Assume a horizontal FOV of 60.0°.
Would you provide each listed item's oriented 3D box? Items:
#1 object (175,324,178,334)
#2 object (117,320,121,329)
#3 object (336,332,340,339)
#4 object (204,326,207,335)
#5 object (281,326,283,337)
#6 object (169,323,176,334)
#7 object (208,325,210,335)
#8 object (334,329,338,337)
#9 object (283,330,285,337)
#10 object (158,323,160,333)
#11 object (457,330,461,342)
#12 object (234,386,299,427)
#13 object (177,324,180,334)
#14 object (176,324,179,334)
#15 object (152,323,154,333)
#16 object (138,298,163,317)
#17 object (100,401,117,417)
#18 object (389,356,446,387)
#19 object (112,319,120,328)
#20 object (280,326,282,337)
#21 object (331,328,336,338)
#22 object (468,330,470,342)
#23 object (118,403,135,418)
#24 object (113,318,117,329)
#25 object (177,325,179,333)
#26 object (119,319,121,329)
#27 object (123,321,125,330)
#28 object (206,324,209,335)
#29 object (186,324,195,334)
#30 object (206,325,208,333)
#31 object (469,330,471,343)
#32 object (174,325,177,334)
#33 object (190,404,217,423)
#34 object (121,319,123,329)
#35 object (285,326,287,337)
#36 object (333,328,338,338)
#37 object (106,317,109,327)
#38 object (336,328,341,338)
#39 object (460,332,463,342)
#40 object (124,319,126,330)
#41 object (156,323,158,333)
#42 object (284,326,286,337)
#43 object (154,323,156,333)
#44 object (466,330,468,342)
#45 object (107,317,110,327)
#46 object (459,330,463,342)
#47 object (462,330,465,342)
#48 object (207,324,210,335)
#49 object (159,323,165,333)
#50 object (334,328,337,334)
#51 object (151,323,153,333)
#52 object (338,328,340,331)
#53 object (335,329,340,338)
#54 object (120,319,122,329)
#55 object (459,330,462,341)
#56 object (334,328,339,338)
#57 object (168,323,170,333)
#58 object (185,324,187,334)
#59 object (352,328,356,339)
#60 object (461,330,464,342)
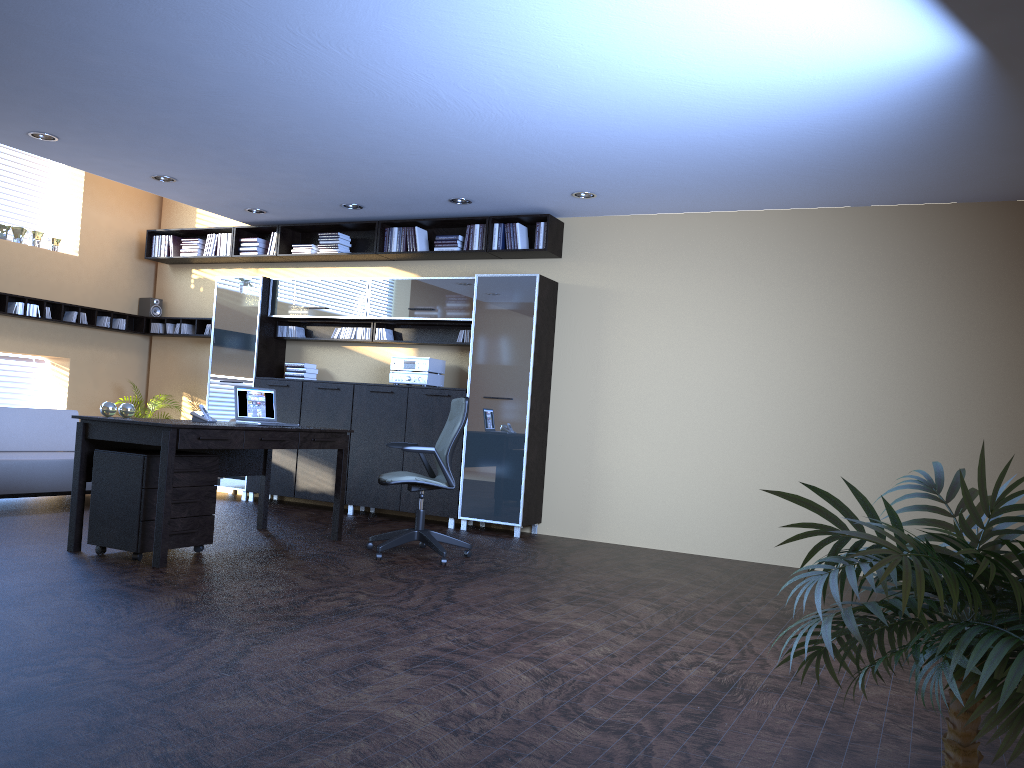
[{"bbox_3d":[-3.867,-0.639,10.369,0.030,0.120,0.142,4,-2,26],"label":"object"},{"bbox_3d":[-4.576,-0.695,10.235,0.142,0.120,0.009,3,-1,25],"label":"object"},{"bbox_3d":[-1.791,-0.528,9.375,0.059,0.113,0.142,4,-2,26],"label":"object"},{"bbox_3d":[-3.460,-0.617,10.173,0.040,0.118,0.142,4,-2,26],"label":"object"},{"bbox_3d":[-2.467,-0.567,9.693,0.006,0.118,0.140,4,-2,26],"label":"object"},{"bbox_3d":[-3.967,-0.643,10.417,0.040,0.118,0.142,4,-2,26],"label":"object"},{"bbox_3d":[-3.419,-0.616,10.153,0.030,0.120,0.142,4,-2,26],"label":"object"},{"bbox_3d":[-1.821,-0.530,9.383,0.059,0.113,0.142,4,-2,26],"label":"object"},{"bbox_3d":[-2.441,-0.565,9.680,0.009,0.120,0.142,4,-2,26],"label":"object"},{"bbox_3d":[-4.134,-0.653,10.497,0.009,0.120,0.142,4,-2,26],"label":"object"},{"bbox_3d":[-0.490,-0.463,8.744,0.040,0.118,0.142,4,-2,26],"label":"object"},{"bbox_3d":[-1.871,0.172,6.773,0.322,0.282,0.391,3,-2,36],"label":"object"},{"bbox_3d":[-3.839,-0.638,10.356,0.030,0.120,0.142,4,-2,26],"label":"object"},{"bbox_3d":[-3.857,-0.638,10.364,0.030,0.120,0.142,4,-2,26],"label":"object"},{"bbox_3d":[-4.208,-0.657,10.533,0.009,0.120,0.142,4,-2,26],"label":"object"},{"bbox_3d":[-4.324,-0.907,10.611,0.254,0.229,0.159,3,-2,36],"label":"object"},{"bbox_3d":[-2.739,0.171,6.016,0.105,0.105,0.105,3,-2,45],"label":"object"},{"bbox_3d":[-0.938,-0.117,8.768,0.430,0.281,0.363,3,-2,26],"label":"object"},{"bbox_3d":[-4.582,-0.695,10.211,0.142,0.118,0.040,3,-1,25],"label":"object"},{"bbox_3d":[-2.486,-0.568,9.701,0.009,0.120,0.142,4,-2,26],"label":"object"},{"bbox_3d":[-1.850,-0.532,9.392,0.059,0.113,0.142,4,-2,25],"label":"object"},{"bbox_3d":[-0.387,-0.459,8.688,0.009,0.120,0.142,4,-2,26],"label":"object"},{"bbox_3d":[-2.647,0.180,6.092,0.105,0.105,0.105,3,-2,45],"label":"object"},{"bbox_3d":[-4.579,-0.695,10.210,0.142,0.122,0.041,3,-1,26],"label":"object"},{"bbox_3d":[-3.848,-0.638,10.360,0.030,0.120,0.142,4,-2,26],"label":"object"},{"bbox_3d":[-4.575,-0.695,10.234,0.140,0.118,0.006,3,-1,26],"label":"object"},{"bbox_3d":[-4.547,-0.691,10.277,0.142,0.120,0.009,3,-1,25],"label":"object"},{"bbox_3d":[-3.437,-0.617,10.162,0.030,0.120,0.142,4,-2,26],"label":"object"},{"bbox_3d":[-3.729,-0.631,10.303,0.040,0.118,0.142,4,-2,26],"label":"object"},{"bbox_3d":[-3.446,-0.617,10.167,0.030,0.120,0.142,4,-2,26],"label":"object"},{"bbox_3d":[-0.379,-0.459,8.681,0.009,0.120,0.142,4,-2,26],"label":"object"},{"bbox_3d":[-3.880,-0.639,10.375,0.040,0.118,0.142,4,-2,26],"label":"object"},{"bbox_3d":[-2.210,0.211,6.363,0.146,0.126,0.130,4,-2,11],"label":"object"},{"bbox_3d":[-4.559,-0.693,10.249,0.140,0.118,0.006,3,-1,25],"label":"object"},{"bbox_3d":[-2.423,-0.565,9.671,0.009,0.120,0.142,4,-2,26],"label":"object"},{"bbox_3d":[-1.829,-0.530,9.388,0.059,0.113,0.142,4,-2,26],"label":"object"},{"bbox_3d":[-4.645,-0.706,10.078,0.142,0.120,0.030,3,-1,26],"label":"object"},{"bbox_3d":[-1.794,-0.528,9.368,0.055,0.110,0.140,4,-2,26],"label":"object"},{"bbox_3d":[-0.458,-0.462,8.729,0.030,0.120,0.142,4,-2,26],"label":"object"},{"bbox_3d":[-4.542,-0.691,10.286,0.142,0.120,0.009,3,-1,26],"label":"object"},{"bbox_3d":[-4.152,-0.654,10.506,0.009,0.120,0.142,4,-2,26],"label":"object"},{"bbox_3d":[-2.432,-0.565,9.673,0.006,0.118,0.140,4,-2,26],"label":"object"},{"bbox_3d":[-4.179,-0.656,10.520,0.009,0.120,0.142,4,-2,26],"label":"object"},{"bbox_3d":[-0.409,-0.460,8.689,0.009,0.120,0.142,4,-2,25],"label":"object"},{"bbox_3d":[-4.638,-0.705,10.098,0.142,0.120,0.009,3,-1,26],"label":"object"},{"bbox_3d":[-0.467,-0.462,8.733,0.030,0.120,0.142,4,-2,26],"label":"object"},{"bbox_3d":[-0.449,-0.462,8.723,0.030,0.120,0.142,4,-2,26],"label":"object"},{"bbox_3d":[-3.428,-0.616,10.158,0.030,0.120,0.142,4,-2,26],"label":"object"},{"bbox_3d":[-4.112,-0.651,10.487,0.040,0.118,0.142,4,-2,26],"label":"object"},{"bbox_3d":[-1.836,-0.531,9.397,0.059,0.113,0.142,4,-2,26],"label":"object"},{"bbox_3d":[-4.226,-0.658,10.542,0.009,0.120,0.142,4,-2,26],"label":"object"},{"bbox_3d":[-1.801,-0.529,9.376,0.059,0.113,0.142,4,-2,26],"label":"object"},{"bbox_3d":[-1.802,-0.529,9.375,0.055,0.110,0.140,4,-2,26],"label":"object"},{"bbox_3d":[-4.566,-0.694,10.241,0.142,0.120,0.009,3,-1,26],"label":"object"},{"bbox_3d":[-0.477,-0.463,8.737,0.030,0.120,0.142,4,-2,26],"label":"object"},{"bbox_3d":[-1.813,-0.530,9.376,0.055,0.110,0.140,4,-2,26],"label":"object"},{"bbox_3d":[-3.981,-0.645,10.424,0.030,0.120,0.142,4,-2,26],"label":"object"},{"bbox_3d":[-3.743,-0.633,10.309,0.030,0.120,0.142,4,-2,26],"label":"object"},{"bbox_3d":[-1.611,-0.522,9.279,0.036,0.116,0.140,4,-2,25],"label":"object"},{"bbox_3d":[-0.453,-0.462,8.716,0.026,0.117,0.140,4,-2,26],"label":"object"}]
